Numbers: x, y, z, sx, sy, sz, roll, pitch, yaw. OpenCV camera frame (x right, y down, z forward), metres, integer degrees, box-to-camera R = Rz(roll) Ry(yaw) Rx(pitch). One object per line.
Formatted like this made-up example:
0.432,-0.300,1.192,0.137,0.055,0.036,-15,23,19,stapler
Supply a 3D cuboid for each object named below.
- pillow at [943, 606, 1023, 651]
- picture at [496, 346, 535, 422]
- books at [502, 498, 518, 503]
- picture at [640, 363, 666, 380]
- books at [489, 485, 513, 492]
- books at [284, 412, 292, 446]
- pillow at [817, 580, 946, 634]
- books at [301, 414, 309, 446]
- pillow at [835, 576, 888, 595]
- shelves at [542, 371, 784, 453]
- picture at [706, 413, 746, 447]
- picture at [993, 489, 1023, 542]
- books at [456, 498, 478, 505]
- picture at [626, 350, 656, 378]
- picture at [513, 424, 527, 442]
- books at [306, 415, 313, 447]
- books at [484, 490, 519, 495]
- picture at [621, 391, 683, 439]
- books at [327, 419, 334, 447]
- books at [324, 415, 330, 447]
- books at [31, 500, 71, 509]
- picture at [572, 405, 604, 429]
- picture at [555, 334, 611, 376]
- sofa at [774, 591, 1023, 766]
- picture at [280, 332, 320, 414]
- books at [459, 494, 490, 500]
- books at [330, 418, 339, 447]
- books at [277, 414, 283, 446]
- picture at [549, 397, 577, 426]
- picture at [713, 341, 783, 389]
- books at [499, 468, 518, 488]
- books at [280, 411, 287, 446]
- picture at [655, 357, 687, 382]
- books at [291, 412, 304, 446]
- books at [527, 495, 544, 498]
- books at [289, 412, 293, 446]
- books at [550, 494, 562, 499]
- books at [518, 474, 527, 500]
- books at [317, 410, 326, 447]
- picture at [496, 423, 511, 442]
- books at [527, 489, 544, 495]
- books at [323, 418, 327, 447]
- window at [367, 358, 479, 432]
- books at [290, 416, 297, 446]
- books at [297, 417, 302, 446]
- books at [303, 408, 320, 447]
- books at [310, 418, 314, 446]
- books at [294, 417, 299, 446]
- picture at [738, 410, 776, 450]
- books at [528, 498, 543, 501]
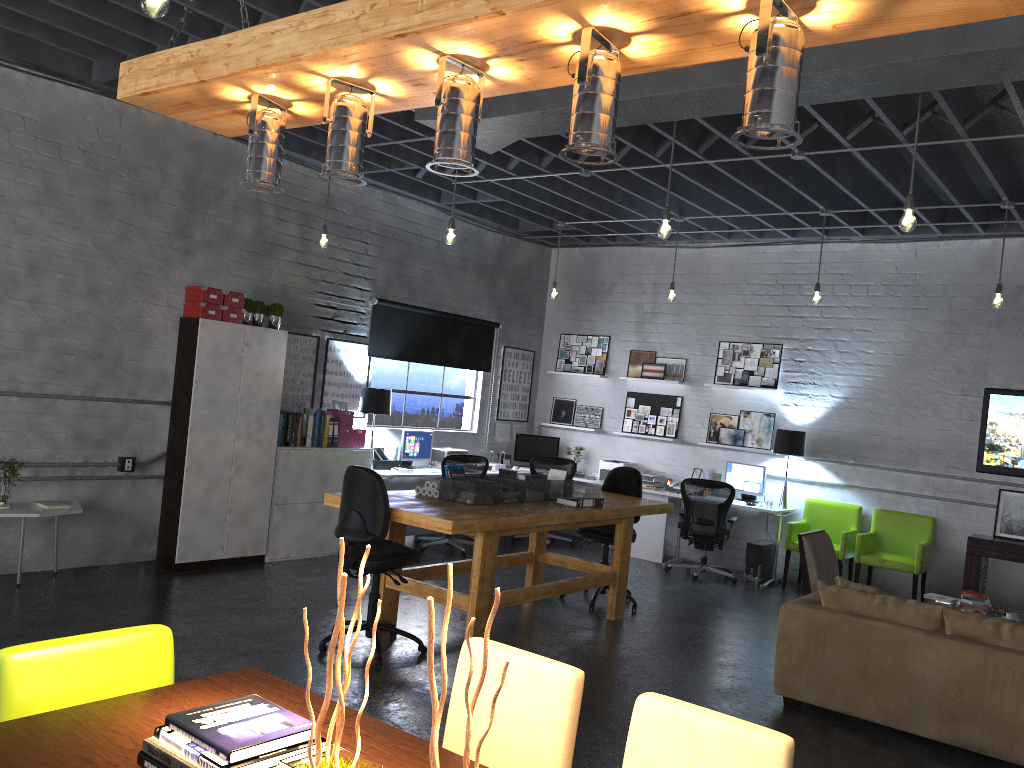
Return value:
2.711,1.463,4.814,0.666,0.402,0.291,6,0,37,pillow
0.053,0.012,11.270,0.020,0.935,0.659,6,0,37,picture
-0.108,0.817,6.373,0.250,0.031,0.185,5,-1,34,books
1.690,-0.149,10.620,0.310,0.196,0.029,6,0,37,picture
-0.108,0.744,6.376,0.232,0.027,0.185,6,-1,9,books
-2.085,0.404,8.057,0.182,0.302,0.034,6,0,37,books
2.175,1.413,5.221,0.704,0.402,0.291,5,0,37,pillow
-1.970,0.422,8.218,0.170,0.293,0.057,6,0,37,books
2.192,1.417,5.474,0.319,0.403,0.523,6,0,-33,pillow
1.674,0.296,10.525,3.021,0.694,0.199,5,0,37,shelves
2.425,0.516,10.028,0.451,0.345,0.054,6,0,37,picture
4.680,1.223,8.255,0.308,0.457,0.092,6,0,37,picture
-0.254,0.800,6.095,0.155,0.029,0.226,5,-1,37,books
1.566,-0.234,10.742,0.355,0.343,0.042,6,0,37,picture
0.106,0.636,11.412,0.036,0.221,0.289,6,0,37,picture
-1.937,0.430,8.257,0.174,0.286,0.045,6,0,37,books
-0.101,0.769,6.373,0.250,0.022,0.205,5,-1,42,books
1.671,0.366,10.610,0.748,0.503,0.058,6,0,37,picture
-1.803,0.458,8.483,0.218,0.267,0.060,6,0,42,books
-1.807,0.439,8.423,0.159,0.298,0.026,6,0,37,books
-3.391,0.888,6.527,0.248,0.021,0.177,5,-1,37,books
0.954,0.414,11.153,0.409,0.277,0.036,6,0,37,picture
0.891,-0.377,11.250,0.748,0.503,0.058,6,0,37,picture
2.810,1.731,5.025,2.328,0.628,1.105,5,-1,37,sofa
-2.100,-0.099,8.425,0.020,0.780,0.607,6,0,37,picture
-0.248,0.776,6.094,0.141,0.021,0.203,5,-1,38,books
-1.767,0.460,8.532,0.220,0.271,0.082,6,0,37,books
-2.144,0.405,7.977,0.174,0.286,0.045,6,0,37,books
0.654,0.353,11.387,0.355,0.343,0.042,6,0,37,picture
2.636,-0.215,9.925,0.748,0.503,0.058,6,0,37,picture
-0.028,0.736,6.541,0.157,0.214,0.063,6,0,37,books
-2.130,0.396,8.033,0.180,0.310,0.060,6,0,37,books
1.867,-0.173,10.508,0.409,0.277,0.036,6,0,37,picture
-1.996,0.417,8.186,0.159,0.298,0.026,6,0,37,books
0.094,0.825,6.649,0.248,0.021,0.177,5,-1,37,books
-2.082,0.405,8.098,0.182,0.302,0.034,6,0,37,books
0.241,0.852,6.824,0.249,0.031,0.184,5,-1,39,books
0.043,0.757,6.524,0.142,0.188,0.061,6,0,37,books
-1.860,0.412,8.372,0.197,0.339,0.065,6,0,37,books
-0.103,0.611,11.135,0.036,0.221,0.289,6,0,37,picture
0.096,0.805,6.649,0.248,0.021,0.177,5,-1,37,books
-1.827,0.453,8.404,0.160,0.266,0.026,6,0,37,books
-0.977,-0.093,10.058,0.030,1.220,1.823,6,0,37,window
-2.051,0.422,8.119,0.167,0.275,0.037,6,0,37,books
-2.007,0.431,8.160,0.160,0.266,0.027,6,0,37,books
-1.893,0.405,8.321,0.175,0.346,0.053,6,0,37,books
-1.921,0.442,8.289,0.160,0.266,0.027,6,0,37,books
-2.025,0.429,8.140,0.160,0.266,0.026,6,0,37,books
2.700,0.510,9.832,0.409,0.408,0.048,6,0,37,picture
0.092,0.846,6.650,0.248,0.021,0.177,5,-1,38,books
